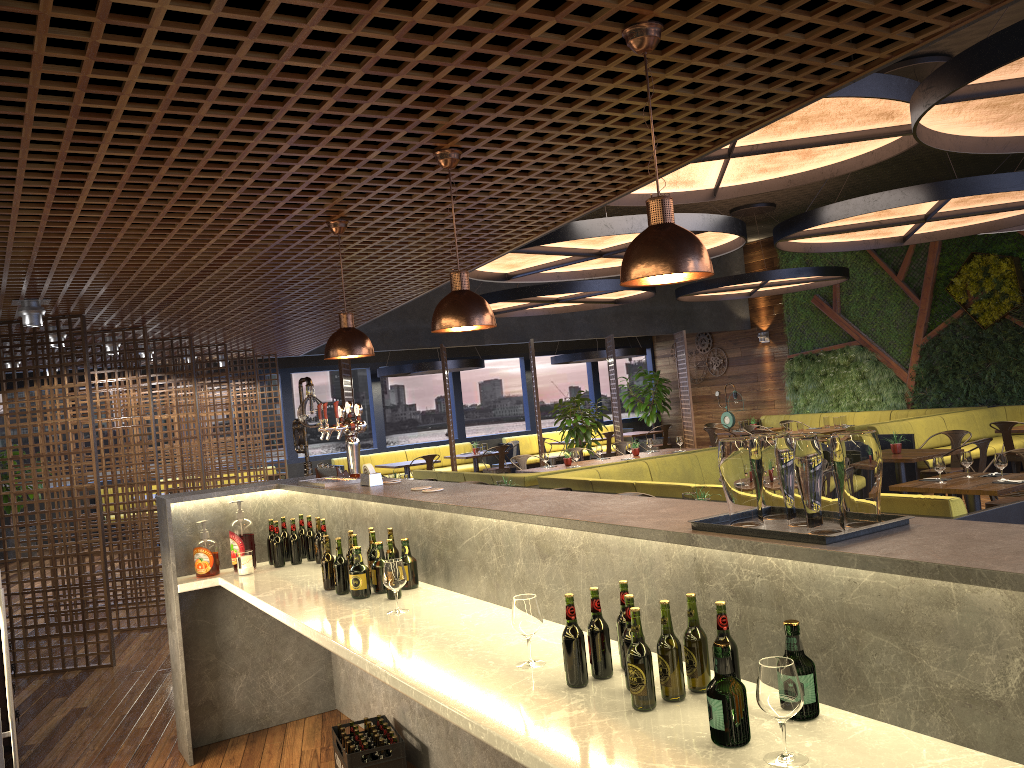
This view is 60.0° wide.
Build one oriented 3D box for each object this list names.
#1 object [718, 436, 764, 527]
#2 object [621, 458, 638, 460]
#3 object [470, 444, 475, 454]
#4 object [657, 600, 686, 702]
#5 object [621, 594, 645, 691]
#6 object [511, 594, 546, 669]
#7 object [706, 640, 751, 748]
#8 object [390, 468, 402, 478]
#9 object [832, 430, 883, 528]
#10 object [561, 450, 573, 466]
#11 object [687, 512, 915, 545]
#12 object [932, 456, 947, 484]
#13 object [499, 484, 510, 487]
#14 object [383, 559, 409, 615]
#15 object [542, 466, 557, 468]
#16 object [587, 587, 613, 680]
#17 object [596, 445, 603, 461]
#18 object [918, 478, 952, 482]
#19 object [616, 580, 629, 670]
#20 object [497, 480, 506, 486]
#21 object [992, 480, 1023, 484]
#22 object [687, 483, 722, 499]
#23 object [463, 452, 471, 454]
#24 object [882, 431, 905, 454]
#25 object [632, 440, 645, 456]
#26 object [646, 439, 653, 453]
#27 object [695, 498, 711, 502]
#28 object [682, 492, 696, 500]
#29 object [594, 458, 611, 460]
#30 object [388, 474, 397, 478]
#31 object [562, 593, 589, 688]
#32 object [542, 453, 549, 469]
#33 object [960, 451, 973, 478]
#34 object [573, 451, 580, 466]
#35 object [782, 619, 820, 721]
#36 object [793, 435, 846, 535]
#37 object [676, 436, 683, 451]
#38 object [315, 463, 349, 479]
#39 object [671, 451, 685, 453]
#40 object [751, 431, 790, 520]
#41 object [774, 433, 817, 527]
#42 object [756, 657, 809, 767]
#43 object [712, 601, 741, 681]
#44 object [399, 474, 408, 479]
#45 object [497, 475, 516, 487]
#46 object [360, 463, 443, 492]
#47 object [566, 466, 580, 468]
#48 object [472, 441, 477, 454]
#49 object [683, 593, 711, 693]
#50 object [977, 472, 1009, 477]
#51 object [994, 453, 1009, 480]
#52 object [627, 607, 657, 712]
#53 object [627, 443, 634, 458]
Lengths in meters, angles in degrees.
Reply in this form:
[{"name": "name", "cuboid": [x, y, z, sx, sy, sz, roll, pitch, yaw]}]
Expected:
[{"name": "object", "cuboid": [0.550, 0.233, 2.115, 0.105, 0.209, 0.105, -5, -1, 4]}, {"name": "object", "cuboid": [1.586, 1.019, 12.061, 0.157, 0.019, 0.255, -5, -1, -31]}, {"name": "object", "cuboid": [-0.731, 1.225, 16.767, 0.102, 0.178, 0.102, -6, -1, 44]}, {"name": "object", "cuboid": [0.406, 0.687, 2.289, 0.063, 0.254, 0.063, -5, -1, -3]}, {"name": "object", "cuboid": [0.327, 0.695, 2.387, 0.063, 0.254, 0.063, -5, -1, -39]}, {"name": "object", "cuboid": [0.049, 0.751, 2.703, 0.097, 0.206, 0.097, -6, -1, 18]}, {"name": "object", "cuboid": [0.480, 0.690, 1.987, 0.088, 0.224, 0.088, -5, -1, -2]}, {"name": "object", "cuboid": [-1.426, 1.159, 10.904, 0.260, 0.271, 0.238, -5, -1, -30]}, {"name": "object", "cuboid": [0.769, 0.210, 1.967, 0.105, 0.209, 0.105, -5, -1, 4]}, {"name": "object", "cuboid": [0.738, 0.968, 11.940, 0.238, 0.271, 0.260, -5, -1, -10]}, {"name": "object", "cuboid": [0.649, 0.318, 2.033, 0.273, 0.019, 0.437, -5, -1, -31]}, {"name": "object", "cuboid": [3.385, 0.681, 7.021, 0.097, 0.206, 0.097, -5, -1, -39]}, {"name": "object", "cuboid": [-0.066, 1.039, 8.377, 0.102, 0.178, 0.102, -6, -1, 44]}, {"name": "object", "cuboid": [-0.468, 0.812, 3.564, 0.097, 0.206, 0.097, -5, -1, 0]}, {"name": "object", "cuboid": [0.514, 1.121, 12.071, 0.157, 0.019, 0.255, -5, -1, -31]}, {"name": "object", "cuboid": [0.245, 0.706, 2.521, 0.063, 0.254, 0.063, -6, -1, 31]}, {"name": "object", "cuboid": [1.225, 0.964, 12.377, 0.097, 0.206, 0.097, -6, -1, 15]}, {"name": "object", "cuboid": [3.448, 0.771, 7.185, 0.157, 0.019, 0.255, -5, -1, -31]}, {"name": "object", "cuboid": [0.335, 0.698, 2.572, 0.063, 0.254, 0.063, -5, -1, -29]}, {"name": "object", "cuboid": [-0.093, 1.047, 8.751, 0.102, 0.178, 0.102, -6, -1, 44]}, {"name": "object", "cuboid": [3.745, 0.736, 6.705, 0.157, 0.019, 0.255, -5, -1, -31]}, {"name": "object", "cuboid": [1.339, 0.829, 6.277, 0.238, 0.271, 0.260, -5, -1, -10]}, {"name": "object", "cuboid": [-0.848, 1.318, 16.875, 0.255, 0.019, 0.157, -5, -1, -32]}, {"name": "object", "cuboid": [4.126, 0.611, 9.509, 0.260, 0.271, 0.238, -5, -1, 4]}, {"name": "object", "cuboid": [1.740, 0.882, 12.548, 0.238, 0.271, 0.260, -5, -1, -10]}, {"name": "object", "cuboid": [2.000, 0.897, 12.847, 0.097, 0.206, 0.097, -6, -1, 15]}, {"name": "object", "cuboid": [1.312, 0.875, 6.054, 0.102, 0.178, 0.102, -5, -1, 4]}, {"name": "object", "cuboid": [1.294, 0.882, 6.441, 0.102, 0.178, 0.102, -6, -1, 44]}, {"name": "object", "cuboid": [1.289, 1.055, 12.541, 0.157, 0.019, 0.255, -5, -1, -31]}, {"name": "object", "cuboid": [-1.485, 1.214, 11.068, 0.102, 0.178, 0.102, -5, -1, -16]}, {"name": "object", "cuboid": [0.171, 0.712, 2.468, 0.063, 0.254, 0.063, -5, -1, -34]}, {"name": "object", "cuboid": [0.450, 1.031, 11.907, 0.097, 0.206, 0.097, -6, -1, 15]}, {"name": "object", "cuboid": [3.693, 0.654, 7.200, 0.097, 0.206, 0.097, -5, -1, -31]}, {"name": "object", "cuboid": [0.857, 0.990, 11.758, 0.097, 0.206, 0.097, -6, -1, 15]}, {"name": "object", "cuboid": [0.672, 0.673, 2.100, 0.088, 0.224, 0.088, -6, -1, 23]}, {"name": "object", "cuboid": [0.670, 0.219, 1.921, 0.105, 0.209, 0.105, -5, -1, 4]}, {"name": "object", "cuboid": [2.406, 0.856, 12.698, 0.097, 0.206, 0.097, -6, -1, 15]}, {"name": "object", "cuboid": [-1.012, 0.482, 4.975, 0.177, 0.091, 0.091, -6, -1, 34]}, {"name": "object", "cuboid": [2.360, 0.953, 12.532, 0.157, 0.019, 0.255, -5, -1, -31]}, {"name": "object", "cuboid": [0.644, 0.225, 2.181, 0.105, 0.209, 0.105, -5, -1, 4]}, {"name": "object", "cuboid": [0.665, 0.221, 2.045, 0.105, 0.209, 0.105, -5, -1, 4]}, {"name": "object", "cuboid": [0.568, 0.689, 1.872, 0.097, 0.206, 0.097, -5, -1, 0]}, {"name": "object", "cuboid": [0.536, 0.674, 2.227, 0.063, 0.254, 0.063, -5, -1, -24]}, {"name": "object", "cuboid": [-1.312, 1.193, 10.798, 0.102, 0.178, 0.102, -5, -1, -26]}, {"name": "object", "cuboid": [-0.051, 0.995, 8.613, 0.260, 0.271, 0.238, -5, -1, -30]}, {"name": "object", "cuboid": [-0.465, 0.409, 4.024, 0.200, 0.106, 0.766, -5, -1, -31]}, {"name": "object", "cuboid": [0.811, 1.086, 11.591, 0.157, 0.019, 0.255, -5, -1, -31]}, {"name": "object", "cuboid": [-0.678, 1.171, 16.602, 0.238, 0.271, 0.260, -5, -1, -10]}, {"name": "object", "cuboid": [0.483, 0.680, 2.337, 0.063, 0.254, 0.063, -5, -1, -3]}, {"name": "object", "cuboid": [3.867, 0.731, 7.144, 0.255, 0.019, 0.157, -5, -1, -31]}, {"name": "object", "cuboid": [3.791, 0.640, 6.872, 0.097, 0.206, 0.097, -5, -1, -39]}, {"name": "object", "cuboid": [0.323, 0.694, 2.244, 0.063, 0.254, 0.063, -5, -1, -28]}, {"name": "object", "cuboid": [1.631, 0.923, 12.228, 0.097, 0.206, 0.097, -6, -1, 15]}]
